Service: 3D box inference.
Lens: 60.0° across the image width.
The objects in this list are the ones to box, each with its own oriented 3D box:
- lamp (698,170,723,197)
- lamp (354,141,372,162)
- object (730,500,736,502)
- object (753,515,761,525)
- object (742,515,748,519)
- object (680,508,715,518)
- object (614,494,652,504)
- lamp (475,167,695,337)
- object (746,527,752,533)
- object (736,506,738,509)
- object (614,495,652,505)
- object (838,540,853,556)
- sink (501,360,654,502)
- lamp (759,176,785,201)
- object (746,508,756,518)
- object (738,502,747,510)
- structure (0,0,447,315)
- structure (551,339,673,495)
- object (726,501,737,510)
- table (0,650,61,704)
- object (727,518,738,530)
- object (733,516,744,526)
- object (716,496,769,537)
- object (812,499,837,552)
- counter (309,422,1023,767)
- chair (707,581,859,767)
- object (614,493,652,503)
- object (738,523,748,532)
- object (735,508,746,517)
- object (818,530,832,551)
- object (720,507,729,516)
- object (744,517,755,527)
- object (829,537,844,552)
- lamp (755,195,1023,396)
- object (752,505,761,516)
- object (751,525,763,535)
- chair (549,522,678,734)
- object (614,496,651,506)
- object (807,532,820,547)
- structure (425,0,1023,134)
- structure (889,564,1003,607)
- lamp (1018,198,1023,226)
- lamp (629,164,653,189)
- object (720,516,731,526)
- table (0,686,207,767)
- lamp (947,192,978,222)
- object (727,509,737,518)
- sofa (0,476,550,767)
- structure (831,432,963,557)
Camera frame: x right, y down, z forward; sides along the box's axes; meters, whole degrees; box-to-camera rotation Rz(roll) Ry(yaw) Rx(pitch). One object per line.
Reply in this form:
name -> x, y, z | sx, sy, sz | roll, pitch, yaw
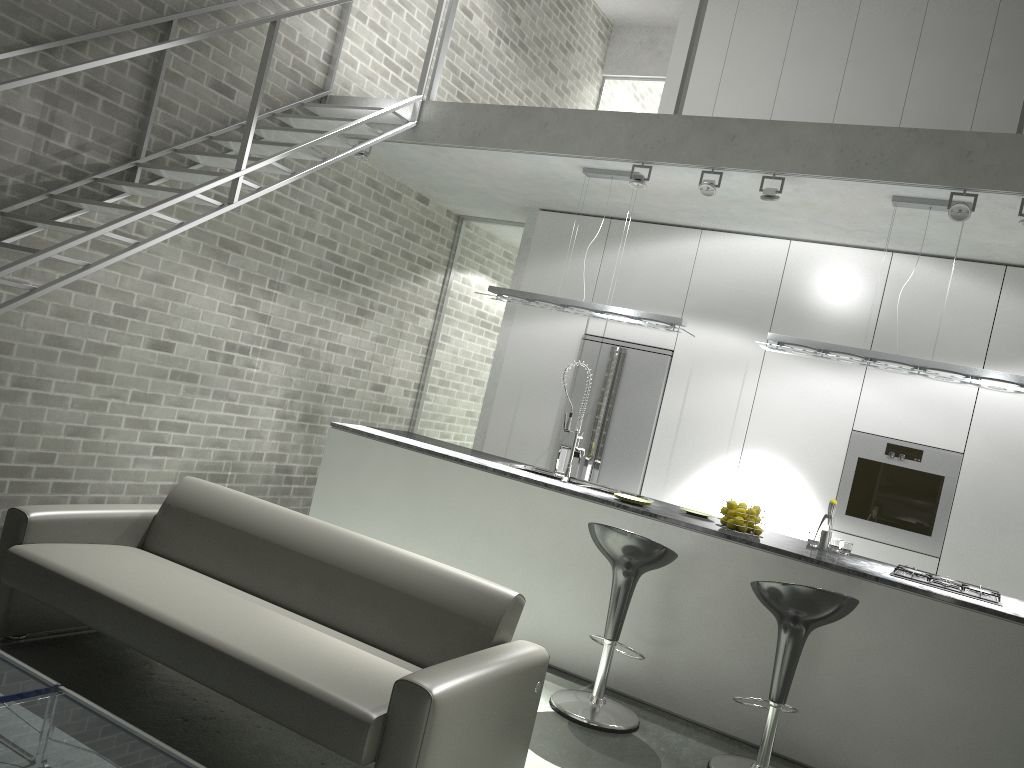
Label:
lamp -> 1.167, -1.188, 5.243 | 0.115, 0.151, 0.115 | 13, -1, -19
lamp -> 2.172, -0.939, 6.898 | 6.854, 0.136, 0.110 | 13, -1, -7
object -> 1.215, 0.672, 4.908 | 0.052, 0.060, 0.057 | 13, -1, 6
object -> 1.327, 0.742, 4.831 | 0.061, 0.054, 0.053 | 14, -1, -26
object -> 1.266, 0.738, 4.817 | 0.051, 0.053, 0.062 | 13, -1, 26
object -> 1.093, 0.764, 5.227 | 0.217, 0.017, 0.216 | 14, -1, -36
object -> 0.679, 0.655, 4.996 | 0.217, 0.017, 0.216 | 14, -1, -29
lamp -> 0.560, -0.925, 5.836 | 1.490, 0.964, 0.290 | 13, -1, 28
object -> 1.289, 0.786, 4.852 | 0.061, 0.055, 0.050 | 14, -1, -26
object -> 1.262, 0.696, 4.923 | 0.063, 0.051, 0.053 | 14, -1, -26
object -> 0.678, 0.659, 4.996 | 0.217, 0.017, 0.216 | 14, -1, -29
object -> 1.846, 0.909, 4.910 | 0.064, 0.070, 0.063 | 13, -1, 36
sink -> 0.446, 0.390, 5.568 | 0.987, 1.023, 0.546 | 13, -1, 28
lamp -> 1.489, -1.114, 5.091 | 0.115, 0.151, 0.115 | 13, -1, -19
object -> 1.295, 0.697, 4.797 | 0.051, 0.053, 0.063 | 13, -1, 31
object -> 1.262, 0.675, 4.857 | 0.051, 0.053, 0.063 | 13, -1, 20
structure -> -2.273, -1.198, 4.537 | 0.902, 4.246, 4.345 | 13, -1, 28
structure -> 0.685, 0.646, 6.944 | 0.743, 1.900, 0.160 | 13, -1, 28
object -> 1.203, 0.664, 4.856 | 0.053, 0.051, 0.063 | 14, -1, -24
table -> -1.913, 0.903, 2.511 | 0.820, 0.270, 0.800 | 13, -1, 28
object -> 1.203, 0.762, 4.822 | 0.064, 0.063, 0.074 | 13, -1, 38
object -> 1.216, 0.737, 4.767 | 0.061, 0.054, 0.052 | 13, -1, -5
object -> 1.262, 0.718, 4.853 | 0.189, 0.174, 0.207 | 13, -1, -17
object -> 1.751, 0.775, 4.883 | 0.088, 0.288, 0.101 | 14, -1, -32
counter -> 0.804, 1.197, 5.148 | 4.400, 0.960, 0.900 | 13, -1, 28
chair -> 1.192, 1.309, 3.903 | 0.457, 0.931, 0.464 | 13, -1, 9
object -> 0.680, 0.650, 4.996 | 0.217, 0.017, 0.216 | 14, -1, -29
object -> 1.246, 0.774, 4.785 | 0.051, 0.053, 0.063 | 13, -1, 26
object -> 1.236, 0.695, 4.793 | 0.061, 0.052, 0.053 | 13, -1, 31
object -> 1.718, 0.861, 4.874 | 0.060, 0.106, 0.060 | 13, -1, 22
object -> 1.181, 0.704, 4.896 | 0.053, 0.051, 0.063 | 13, -1, -13
object -> 1.282, 0.745, 4.791 | 0.061, 0.055, 0.051 | 13, -1, -3
object -> 1.824, 0.905, 5.000 | 0.064, 0.070, 0.063 | 14, -1, -24
lamp -> 2.226, -0.545, 4.925 | 1.490, 0.964, 0.290 | 13, -1, 28
object -> 1.336, 0.693, 4.852 | 0.050, 0.060, 0.059 | 13, -1, 18
object -> 1.327, 0.793, 4.807 | 0.062, 0.052, 0.053 | 14, -1, -33
chair -> 0.503, 1.152, 4.319 | 0.457, 0.931, 0.464 | 13, -1, 42
object -> 0.676, 0.664, 4.996 | 0.217, 0.017, 0.216 | 14, -1, -29
object -> 1.698, 0.876, 4.986 | 0.064, 0.070, 0.063 | 14, -1, -24
structure -> 1.904, -1.900, 4.976 | 5.560, 0.972, 0.070 | 13, -1, 28
structure -> 2.183, 1.000, 4.458 | 0.500, 0.038, 0.500 | 13, -1, 28
lamp -> 2.624, -0.863, 4.460 | 0.109, 0.135, 0.109 | 13, -1, -14
lamp -> 0.788, -1.281, 5.459 | 0.109, 0.136, 0.109 | 13, -1, -20
object -> 1.176, 0.751, 4.876 | 0.060, 0.057, 0.052 | 13, -1, 20
table -> -1.192, 1.067, 2.116 | 0.820, 0.270, 0.800 | 13, -1, 28
lamp -> 2.330, -0.921, 4.599 | 0.131, 0.154, 0.098 | 13, -1, 28
object -> 1.205, 0.711, 4.839 | 0.062, 0.053, 0.052 | 13, -1, -10
sofa -> -0.988, 0.901, 3.396 | 2.114, 0.717, 0.902 | 13, -1, 28
structure -> 2.561, 0.728, 5.935 | 0.692, 0.680, 0.036 | 13, -1, 28
